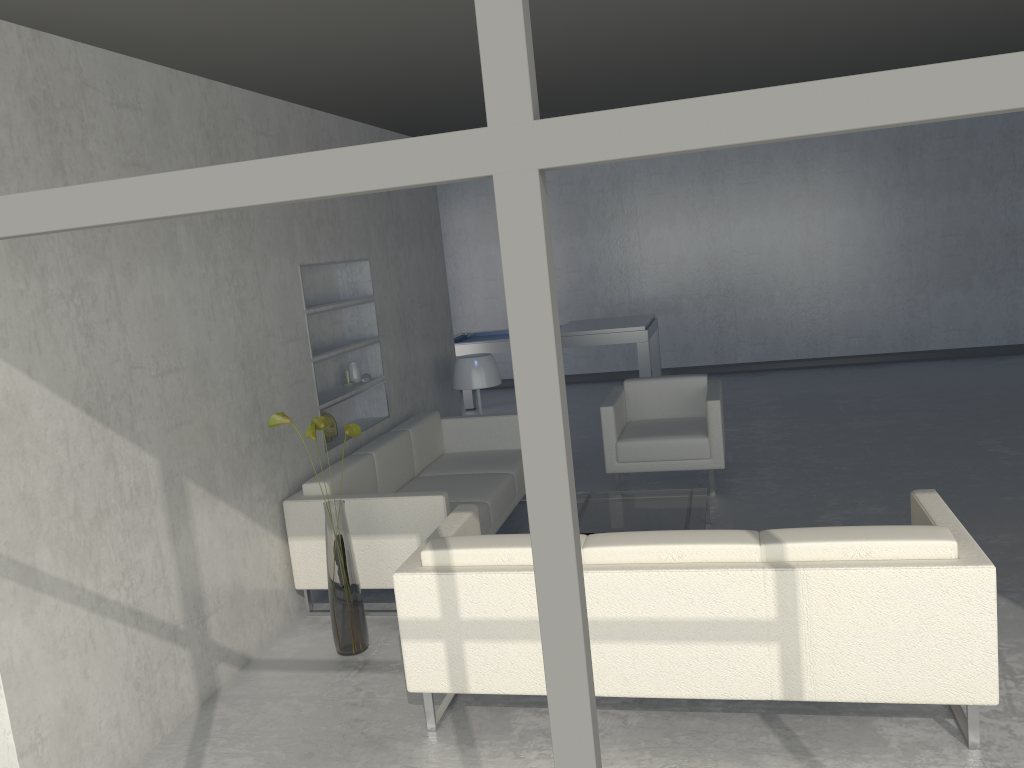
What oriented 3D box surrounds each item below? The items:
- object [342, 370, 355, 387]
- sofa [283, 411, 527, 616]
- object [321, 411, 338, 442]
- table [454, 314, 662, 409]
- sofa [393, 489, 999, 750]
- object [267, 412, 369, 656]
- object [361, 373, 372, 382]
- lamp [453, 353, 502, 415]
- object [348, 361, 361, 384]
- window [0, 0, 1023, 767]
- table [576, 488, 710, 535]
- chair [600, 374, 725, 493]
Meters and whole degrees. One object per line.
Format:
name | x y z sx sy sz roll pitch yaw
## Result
object | -0.979 -0.036 5.286 0.074 0.094 0.074 -9 9 -21
sofa | -0.438 0.620 4.992 0.821 0.658 1.881 -4 9 14
object | -1.021 0.231 4.944 0.088 0.179 0.163 -5 9 4
table | 0.352 -0.129 8.659 2.095 0.835 1.180 -4 9 14
sofa | 0.618 0.776 3.235 1.881 0.658 0.821 -4 9 14
object | -0.753 0.615 3.946 0.387 1.051 0.400 2 12 42
object | -0.886 -0.041 5.399 0.064 0.050 0.064 -3 9 20
lamp | -0.237 0.086 6.318 0.347 0.582 0.347 -9 9 -17
object | -0.956 -0.069 5.363 0.079 0.130 0.079 -4 9 12
window | -0.900 0.311 1.259 4.080 2.477 0.037 -4 9 14
table | 0.666 0.772 4.796 0.773 0.190 0.730 -4 9 14
chair | 1.037 0.316 5.963 0.748 0.662 0.821 -4 9 14
